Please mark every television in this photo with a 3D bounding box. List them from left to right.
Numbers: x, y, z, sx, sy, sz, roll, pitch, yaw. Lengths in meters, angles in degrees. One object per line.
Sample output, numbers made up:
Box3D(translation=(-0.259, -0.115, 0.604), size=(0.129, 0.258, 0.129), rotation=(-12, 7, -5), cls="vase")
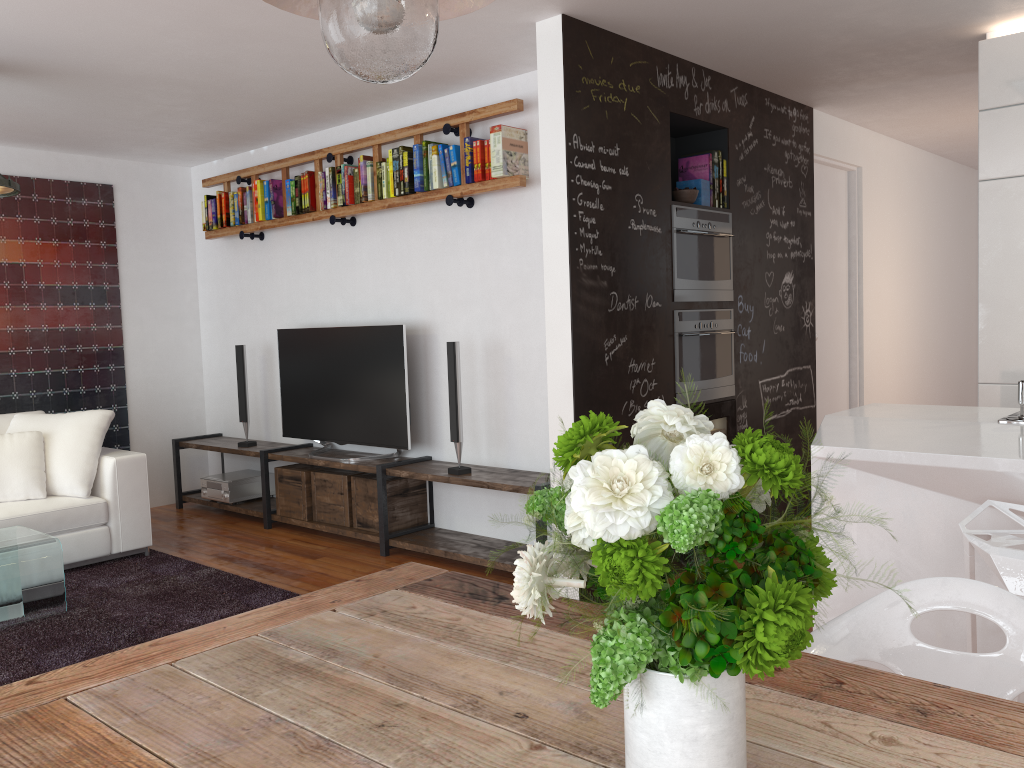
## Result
Box3D(translation=(-1.029, 0.048, 5.369), size=(1.230, 0.786, 0.298), rotation=(2, 5, 42), cls="television")

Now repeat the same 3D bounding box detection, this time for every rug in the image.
Box3D(translation=(-2.699, 1.104, 3.565), size=(1.895, 0.019, 3.193), rotation=(2, 5, 42), cls="rug")

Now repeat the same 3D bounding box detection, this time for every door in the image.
Box3D(translation=(2.102, -0.339, 5.886), size=(0.120, 2.236, 0.823), rotation=(2, 5, 42), cls="door")

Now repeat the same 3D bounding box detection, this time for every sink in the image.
Box3D(translation=(1.825, -0.008, 2.735), size=(0.492, 0.570, 0.459), rotation=(2, 5, 42), cls="sink")

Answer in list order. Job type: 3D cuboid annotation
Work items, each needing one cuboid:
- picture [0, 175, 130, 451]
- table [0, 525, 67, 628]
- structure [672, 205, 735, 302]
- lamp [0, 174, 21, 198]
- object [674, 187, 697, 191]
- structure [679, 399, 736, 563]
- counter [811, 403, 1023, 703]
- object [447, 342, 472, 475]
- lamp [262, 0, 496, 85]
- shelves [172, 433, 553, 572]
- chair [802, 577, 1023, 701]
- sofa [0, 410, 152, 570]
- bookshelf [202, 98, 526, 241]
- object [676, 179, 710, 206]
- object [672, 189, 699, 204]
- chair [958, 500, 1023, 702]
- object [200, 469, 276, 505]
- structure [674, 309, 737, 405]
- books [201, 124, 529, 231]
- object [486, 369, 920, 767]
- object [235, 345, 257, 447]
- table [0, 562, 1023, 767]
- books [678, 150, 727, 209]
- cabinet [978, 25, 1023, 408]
Box3D(translation=(-3.686, -0.228, 5.271), size=(0.007, 2.136, 2.770), rotation=(2, 5, 42), cls="picture")
Box3D(translation=(-2.426, 0.885, 4.010), size=(0.565, 0.337, 0.551), rotation=(2, 5, 42), cls="table")
Box3D(translation=(0.984, -0.648, 4.460), size=(0.052, 0.462, 0.585), rotation=(2, 5, 42), cls="structure")
Box3D(translation=(-2.524, -1.142, 3.927), size=(0.572, 0.561, 0.572), rotation=(-6, 6, -43), cls="lamp")
Box3D(translation=(0.873, -0.962, 4.428), size=(0.116, 0.042, 0.077), rotation=(-5, 5, -35), cls="object")
Box3D(translation=(1.029, 0.483, 4.534), size=(0.081, 0.763, 0.582), rotation=(2, 5, 42), cls="structure")
Box3D(translation=(1.949, 0.584, 2.349), size=(2.289, 0.903, 0.956), rotation=(2, 5, 42), cls="counter")
Box3D(translation=(-0.285, 0.124, 4.612), size=(0.089, 0.687, 0.089), rotation=(-5, 5, -38), cls="object")
Box3D(translation=(-0.186, -0.573, 1.227), size=(0.372, 0.306, 0.372), rotation=(1, 5, 36), cls="lamp")
Box3D(translation=(-1.014, 0.671, 5.411), size=(3.473, 0.506, 0.414), rotation=(2, 5, 42), cls="shelves")
Box3D(translation=(0.795, 0.769, 1.622), size=(0.577, 0.710, 0.505), rotation=(0, 5, 32), cls="chair")
Box3D(translation=(-3.429, 0.671, 4.173), size=(0.987, 0.842, 3.086), rotation=(2, 5, 42), cls="sofa")
Box3D(translation=(-1.033, -1.191, 5.363), size=(2.983, 0.465, 0.161), rotation=(2, 5, 42), cls="bookshelf")
Box3D(translation=(0.933, -0.974, 4.564), size=(0.136, 0.136, 0.110), rotation=(1, 5, 35), cls="object")
Box3D(translation=(0.867, -0.928, 4.436), size=(0.132, 0.069, 0.132), rotation=(-3, 4, -15), cls="object")
Box3D(translation=(1.236, 0.697, 2.084), size=(0.428, 0.765, 0.492), rotation=(-5, 5, -38), cls="chair")
Box3D(translation=(-1.912, 0.721, 6.201), size=(0.350, 0.170, 0.400), rotation=(1, 5, 41), cls="object")
Box3D(translation=(1.001, -0.147, 4.495), size=(0.052, 0.462, 0.585), rotation=(2, 5, 42), cls="structure")
Box3D(translation=(0.105, -2.032, 4.583), size=(5.671, 1.974, 0.733), rotation=(0, 5, 31), cls="books")
Box3D(translation=(0.188, 0.217, 0.996), size=(0.432, 0.476, 0.371), rotation=(-2, 4, -6), cls="object")
Box3D(translation=(-1.809, 0.080, 5.999), size=(0.089, 0.687, 0.089), rotation=(0, 5, 27), cls="object")
Box3D(translation=(0.176, 0.823, 1.036), size=(1.910, 0.735, 0.969), rotation=(2, 5, 42), cls="table")
Box3D(translation=(0.996, -1.067, 4.691), size=(0.230, 0.303, 0.152), rotation=(2, 5, 42), cls="books")
Box3D(translation=(3.330, -0.356, 3.592), size=(2.404, 2.506, 0.946), rotation=(2, 5, 42), cls="cabinet")
